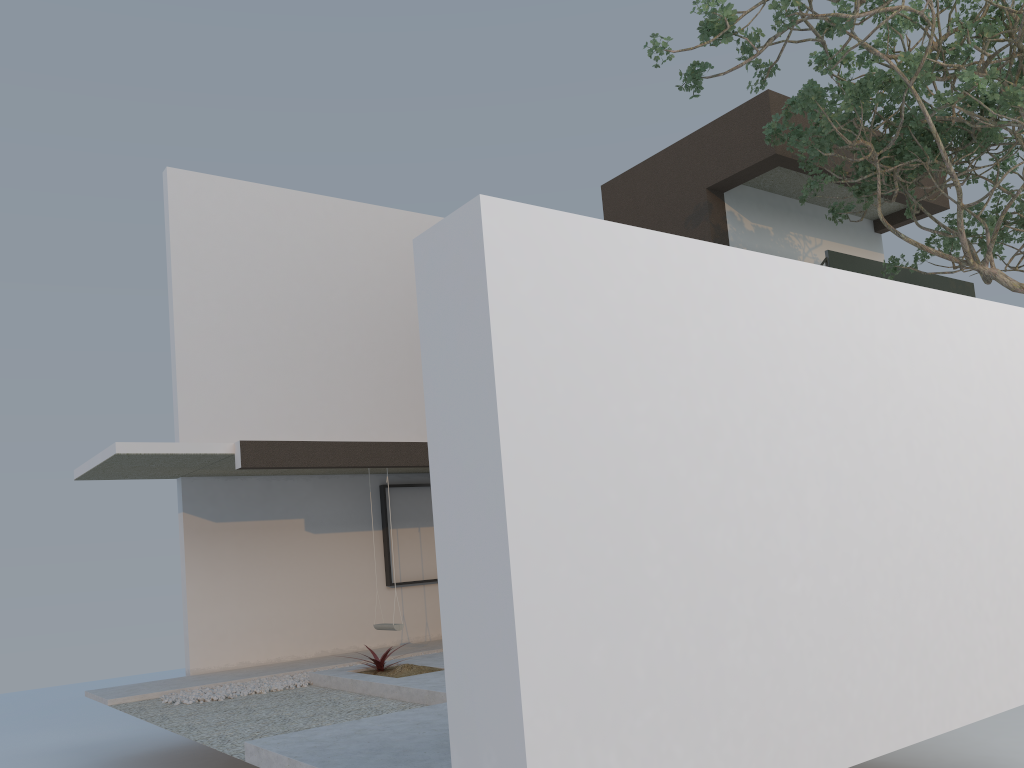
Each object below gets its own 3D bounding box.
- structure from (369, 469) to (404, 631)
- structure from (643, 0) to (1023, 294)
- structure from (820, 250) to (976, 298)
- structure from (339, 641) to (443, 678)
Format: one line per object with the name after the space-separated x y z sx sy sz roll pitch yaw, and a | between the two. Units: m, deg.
-1.398 1.726 9.564 0.129 1.849 0.467 -1 -7 -36 | structure
4.228 -2.081 7.397 4.367 3.664 5.770 -11 -11 33 | structure
3.159 0.599 9.763 6.548 3.910 1.170 2 -9 -36 | structure
-1.106 2.566 8.122 0.746 0.289 1.218 3 -13 -36 | structure
